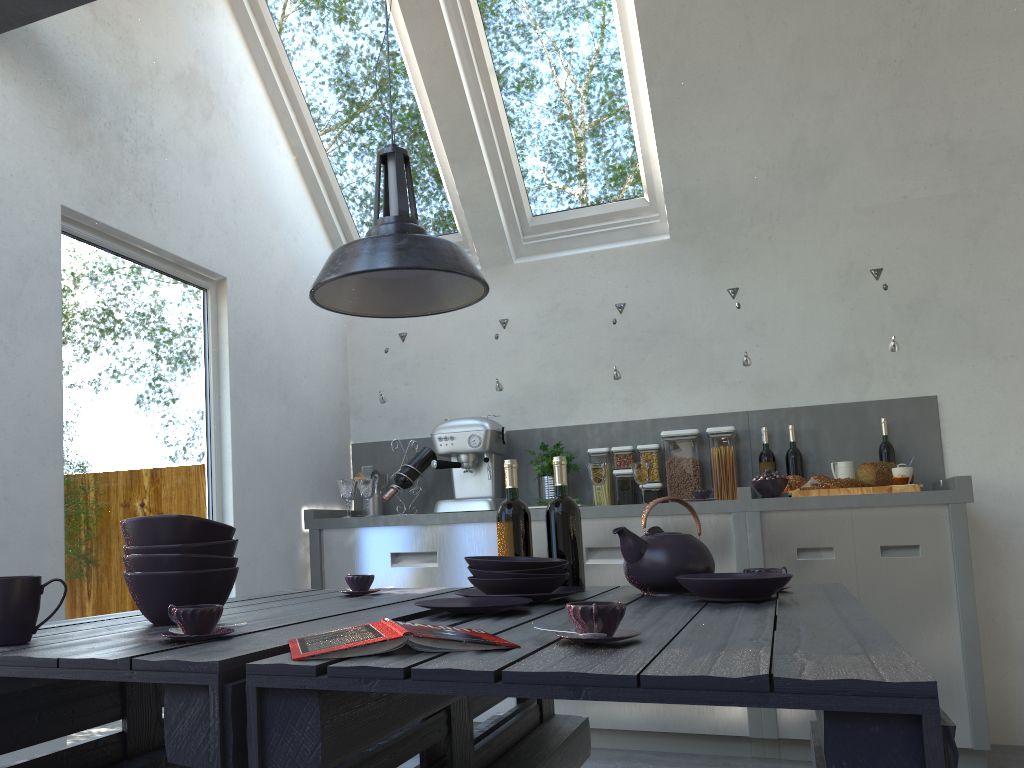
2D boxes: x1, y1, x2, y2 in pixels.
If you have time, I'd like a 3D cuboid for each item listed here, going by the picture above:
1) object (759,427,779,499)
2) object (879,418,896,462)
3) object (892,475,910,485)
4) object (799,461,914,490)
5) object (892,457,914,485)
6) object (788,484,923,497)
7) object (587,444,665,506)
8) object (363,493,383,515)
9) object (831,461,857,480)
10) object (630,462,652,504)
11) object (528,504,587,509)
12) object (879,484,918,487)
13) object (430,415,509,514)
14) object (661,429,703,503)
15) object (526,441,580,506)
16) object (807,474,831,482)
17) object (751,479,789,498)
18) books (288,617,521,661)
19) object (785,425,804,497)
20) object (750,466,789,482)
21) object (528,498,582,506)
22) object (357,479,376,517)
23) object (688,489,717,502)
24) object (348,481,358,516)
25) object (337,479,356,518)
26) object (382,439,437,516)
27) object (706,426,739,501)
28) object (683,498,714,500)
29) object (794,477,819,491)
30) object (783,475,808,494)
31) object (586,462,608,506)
[{"bbox_3d":[1.166,0.368,3.993,0.075,0.342,0.071,-4,-5,13],"label":"object"},{"bbox_3d":[1.631,0.320,3.804,0.065,0.342,0.059,-5,-6,23],"label":"object"},{"bbox_3d":[1.529,0.379,3.438,0.060,0.046,0.059,-3,-8,4],"label":"object"},{"bbox_3d":[1.398,0.376,3.582,0.447,0.111,0.130,-1,-8,-7],"label":"object"},{"bbox_3d":[1.557,0.349,3.490,0.070,0.120,0.077,0,-7,-25],"label":"object"},{"bbox_3d":[1.385,0.443,3.569,0.492,0.028,0.297,-6,-10,21],"label":"object"},{"bbox_3d":[0.551,0.451,4.216,0.357,0.292,0.102,-5,-6,22],"label":"object"},{"bbox_3d":[-0.746,0.654,4.689,0.101,0.131,0.113,1,-8,-29],"label":"object"},{"bbox_3d":[1.402,0.387,3.680,0.087,0.118,0.085,-8,-9,41],"label":"object"},{"bbox_3d":[0.587,0.451,3.939,0.100,0.190,0.097,-3,-6,8],"label":"object"},{"bbox_3d":[0.199,0.564,4.009,0.273,0.012,0.176,-5,-10,18],"label":"object"},{"bbox_3d":[1.480,0.399,3.422,0.207,0.003,0.019,-11,-13,43],"label":"object"},{"bbox_3d":[-0.207,0.395,4.346,0.374,0.496,0.414,-5,-7,19],"label":"object"},{"bbox_3d":[0.809,0.399,4.130,0.183,0.351,0.123,-5,-6,20],"label":"object"},{"bbox_3d":[0.196,0.449,4.284,0.236,0.339,0.264,1,-8,-28],"label":"object"},{"bbox_3d":[1.307,0.423,3.724,0.113,0.076,0.126,2,-9,-27],"label":"object"},{"bbox_3d":[1.069,0.436,3.614,0.141,0.078,0.154,1,-9,-22],"label":"object"},{"bbox_3d":[-0.167,0.361,1.260,0.298,0.030,0.230,0,-10,-12],"label":"books"},{"bbox_3d":[1.275,0.357,3.948,0.076,0.342,0.069,-5,-6,23],"label":"object"},{"bbox_3d":[1.066,0.387,3.618,0.162,0.094,0.141,-3,-8,5],"label":"object"},{"bbox_3d":[0.177,0.543,4.018,0.294,0.053,0.134,-9,-11,35],"label":"object"},{"bbox_3d":[-0.728,0.576,4.404,0.105,0.190,0.093,-8,-8,42],"label":"object"},{"bbox_3d":[0.812,0.479,3.734,0.124,0.056,0.110,-8,-11,34],"label":"object"},{"bbox_3d":[-0.837,0.599,4.514,0.097,0.190,0.101,-2,-6,-10],"label":"object"},{"bbox_3d":[-0.824,0.574,4.371,0.102,0.190,0.096,-4,-6,13],"label":"object"},{"bbox_3d":[-0.562,0.479,4.480,0.313,0.390,0.249,4,-9,-41],"label":"object"},{"bbox_3d":[0.984,0.382,4.061,0.133,0.351,0.123,-5,-6,19],"label":"object"},{"bbox_3d":[0.791,0.490,3.699,0.131,0.013,0.028,-1,-9,-3],"label":"object"},{"bbox_3d":[1.237,0.426,3.694,0.209,0.058,0.190,-10,-12,39],"label":"object"},{"bbox_3d":[1.194,0.423,3.702,0.113,0.076,0.126,2,-9,-27],"label":"object"},{"bbox_3d":[0.383,0.447,3.876,0.094,0.190,0.103,0,-7,-22],"label":"object"}]
